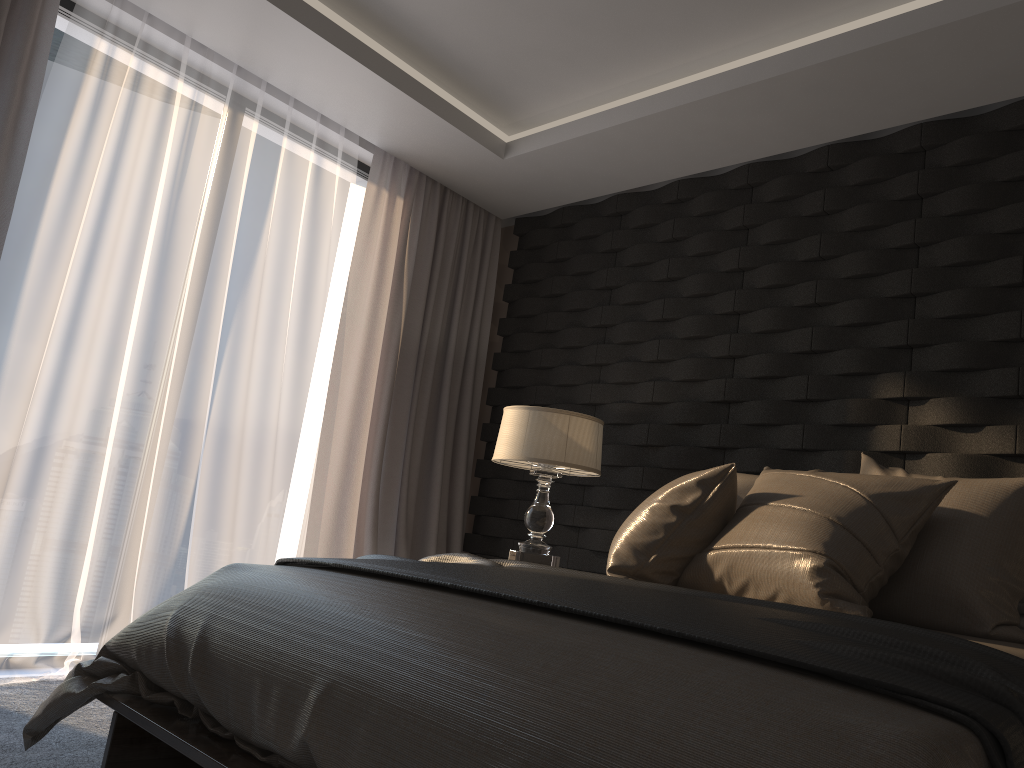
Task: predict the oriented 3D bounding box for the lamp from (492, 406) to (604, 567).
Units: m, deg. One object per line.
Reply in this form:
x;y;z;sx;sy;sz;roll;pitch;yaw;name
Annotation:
0.132;0.444;3.701;0.476;0.634;0.454;10;-11;-10;lamp

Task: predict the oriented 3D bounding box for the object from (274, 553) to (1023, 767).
0.161;0.569;1.836;0.651;0.324;1.938;17;-14;-43;object

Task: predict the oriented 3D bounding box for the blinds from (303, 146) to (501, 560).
-0.455;0.085;4.468;0.322;2.653;1.049;0;-14;38;blinds

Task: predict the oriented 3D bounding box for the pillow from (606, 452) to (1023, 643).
0.824;0.389;2.533;0.946;0.521;1.188;17;-13;-41;pillow

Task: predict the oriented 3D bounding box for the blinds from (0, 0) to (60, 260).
-1.986;-0.458;2.464;0.339;2.654;1.102;0;-14;39;blinds

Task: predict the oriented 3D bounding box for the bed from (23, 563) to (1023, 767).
0.473;0.844;2.123;2.412;0.627;2.164;17;-13;-42;bed
